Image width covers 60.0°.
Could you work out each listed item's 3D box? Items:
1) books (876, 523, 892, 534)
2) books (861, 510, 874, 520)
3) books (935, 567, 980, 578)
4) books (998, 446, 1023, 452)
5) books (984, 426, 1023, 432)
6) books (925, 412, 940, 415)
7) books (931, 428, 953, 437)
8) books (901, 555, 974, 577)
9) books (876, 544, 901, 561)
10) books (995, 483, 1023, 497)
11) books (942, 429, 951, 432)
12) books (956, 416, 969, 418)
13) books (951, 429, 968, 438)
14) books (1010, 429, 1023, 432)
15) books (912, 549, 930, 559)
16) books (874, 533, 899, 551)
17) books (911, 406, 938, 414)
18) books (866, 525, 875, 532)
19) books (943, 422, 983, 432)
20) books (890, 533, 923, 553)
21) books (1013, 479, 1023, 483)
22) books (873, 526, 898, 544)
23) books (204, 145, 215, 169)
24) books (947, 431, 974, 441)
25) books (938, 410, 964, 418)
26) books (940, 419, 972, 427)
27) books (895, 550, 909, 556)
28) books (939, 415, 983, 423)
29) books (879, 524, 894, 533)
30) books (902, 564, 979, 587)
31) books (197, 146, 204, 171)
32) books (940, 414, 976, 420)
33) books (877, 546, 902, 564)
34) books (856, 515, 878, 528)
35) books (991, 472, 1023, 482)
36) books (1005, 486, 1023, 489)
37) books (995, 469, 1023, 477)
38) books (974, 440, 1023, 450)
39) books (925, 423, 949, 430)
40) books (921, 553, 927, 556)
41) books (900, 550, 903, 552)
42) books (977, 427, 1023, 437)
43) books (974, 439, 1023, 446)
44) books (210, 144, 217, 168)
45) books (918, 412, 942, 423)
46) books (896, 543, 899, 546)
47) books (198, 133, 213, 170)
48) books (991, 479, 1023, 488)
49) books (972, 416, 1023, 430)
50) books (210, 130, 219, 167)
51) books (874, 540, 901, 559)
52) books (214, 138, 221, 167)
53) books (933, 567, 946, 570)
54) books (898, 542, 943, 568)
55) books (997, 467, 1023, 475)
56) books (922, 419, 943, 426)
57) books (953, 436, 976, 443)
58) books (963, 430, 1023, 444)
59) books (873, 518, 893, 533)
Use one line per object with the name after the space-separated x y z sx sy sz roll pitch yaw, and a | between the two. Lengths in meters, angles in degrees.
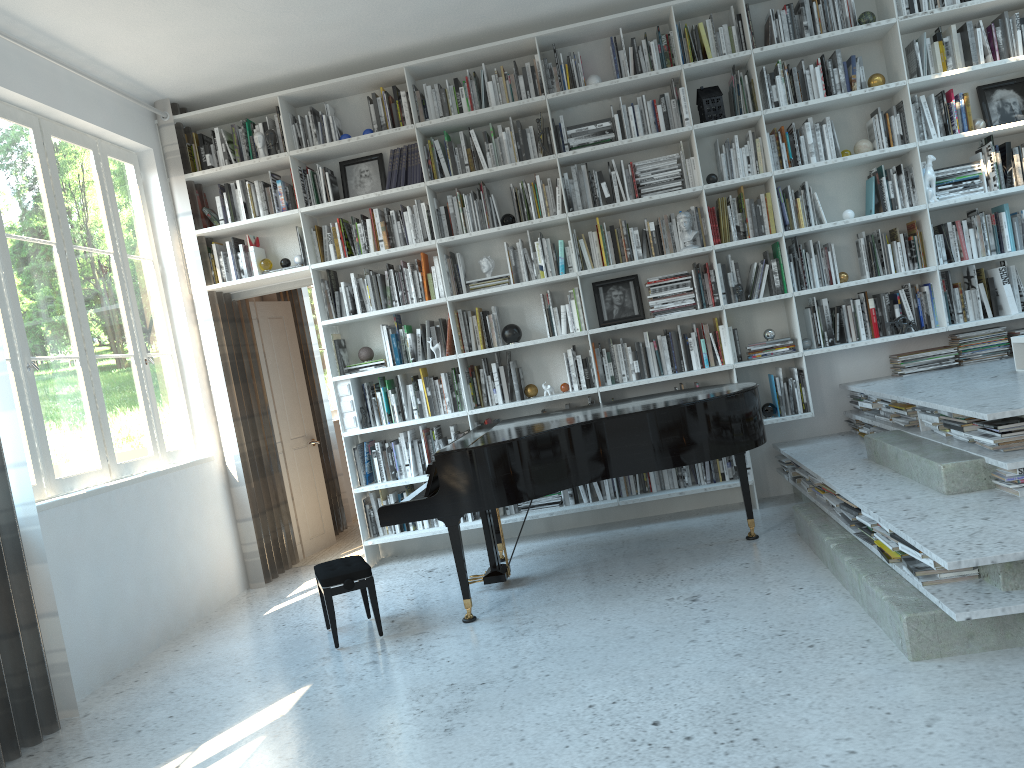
1.515 0.546 3.381 0.175 0.006 0.251 -10 2 7 | books
1.559 0.534 3.679 0.141 0.028 0.222 -10 2 2 | books
1.513 0.632 3.080 0.132 0.014 0.205 -10 2 7 | books
2.017 0.245 3.603 0.144 0.009 0.249 -10 2 7 | books
1.999 0.167 3.600 0.132 0.009 0.269 -10 2 11 | books
2.056 0.120 4.178 0.145 0.017 0.208 -10 2 2 | books
2.078 0.215 4.181 0.132 0.016 0.262 -10 2 12 | books
1.475 0.622 3.084 0.187 0.017 0.205 -10 2 12 | books
1.523 0.625 3.385 0.178 0.009 0.276 -10 2 5 | books
2.016 0.380 3.372 0.262 0.023 0.200 -10 2 5 | books
2.084 0.199 4.180 0.136 0.013 0.258 -10 2 7 | books
2.008 0.123 3.876 0.170 0.008 0.208 -10 2 10 | books
2.033 0.198 3.878 0.155 0.028 0.189 -10 2 8 | books
2.027 0.172 3.597 0.091 0.011 0.189 -10 2 5 | books
1.475 0.559 3.080 0.165 0.015 0.242 -10 2 11 | books
1.513 0.589 3.384 0.191 0.015 0.246 -10 2 8 | books
2.030 0.109 4.180 0.192 0.014 0.256 -10 2 3 | books
1.553 0.570 3.682 0.171 0.007 0.260 -10 2 10 | books
2.019 0.173 3.878 0.177 0.026 0.230 -10 2 7 | books
1.457 0.538 3.081 0.192 0.014 0.256 -10 2 3 | books
2.012 0.344 3.383 0.210 0.012 0.168 -10 2 11 | books
1.510 0.565 3.383 0.168 0.013 0.281 -10 2 2 | books
-1.993 -1.486 5.937 0.028 0.186 0.181 -10 2 7 | books
2.031 0.217 3.879 0.154 0.007 0.292 -10 2 10 | books
1.992 0.111 3.877 0.189 0.022 0.237 -10 2 12 | books
2.011 0.157 3.878 0.187 0.009 0.250 -10 2 7 | books
1.529 0.611 3.384 0.170 0.006 0.268 -10 2 7 | books
2.011 0.140 3.877 0.168 0.013 0.281 -10 2 4 | books
1.502 0.531 3.382 0.178 0.010 0.195 -10 2 12 | books
1.487 0.652 3.084 0.184 0.017 0.230 -10 2 9 | books
-2.043 -1.482 5.948 0.024 0.195 0.167 -10 2 7 | books
2.010 0.130 3.876 0.171 0.007 0.260 -10 2 5 | books
1.515 0.639 3.387 0.191 0.016 0.208 -10 2 12 | books
1.549 0.559 3.682 0.180 0.017 0.182 -10 2 4 | books
2.010 0.332 3.387 0.292 0.012 0.159 -10 2 10 | books
2.016 0.365 3.391 0.264 0.006 0.164 -10 2 8 | books
2.009 0.320 3.399 0.257 0.010 0.132 -10 2 11 | books
1.999 0.236 3.605 0.161 0.014 0.212 -10 2 11 | books
2.064 0.184 4.181 0.167 0.024 0.192 -10 2 8 | books
1.466 0.548 3.080 0.176 0.010 0.266 -10 2 3 | books
1.535 0.600 3.382 0.154 0.014 0.196 -10 2 7 | books
2.008 0.187 3.601 0.137 0.012 0.242 -10 2 8 | books
2.003 0.221 3.603 0.152 0.015 0.208 -10 2 4 | books
-1.962 -1.497 5.958 0.031 0.196 0.145 -10 2 7 | books
2.050 0.145 4.180 0.174 0.029 0.250 -10 2 5 | books
1.523 0.578 3.382 0.150 0.004 0.290 -10 2 11 | books
-2.027 -1.522 5.938 0.025 0.269 0.177 -10 2 7 | books
2.015 0.358 3.390 0.285 0.008 0.159 -10 2 5 | books
1.994 0.156 3.600 0.149 0.014 0.228 -10 2 5 | books
-1.952 -1.542 5.938 0.010 0.281 0.160 -10 2 7 | books
1.515 0.619 3.386 0.191 0.006 0.275 -10 2 9 | books
-1.929 -1.519 5.945 0.024 0.227 0.157 -10 2 7 | books
1.503 0.599 3.079 0.137 0.019 0.224 -10 2 8 | books
1.479 0.580 3.081 0.156 0.027 0.287 -10 2 2 | books
2.005 0.304 3.384 0.234 0.025 0.157 -10 2 2 | books
2.049 0.167 4.182 0.178 0.015 0.187 -10 2 12 | books
2.037 0.229 3.879 0.142 0.020 0.230 -10 2 12 | books
1.986 0.204 3.604 0.185 0.014 0.297 -10 2 6 | books
1.499 0.519 3.381 0.182 0.016 0.256 -10 2 10 | books
